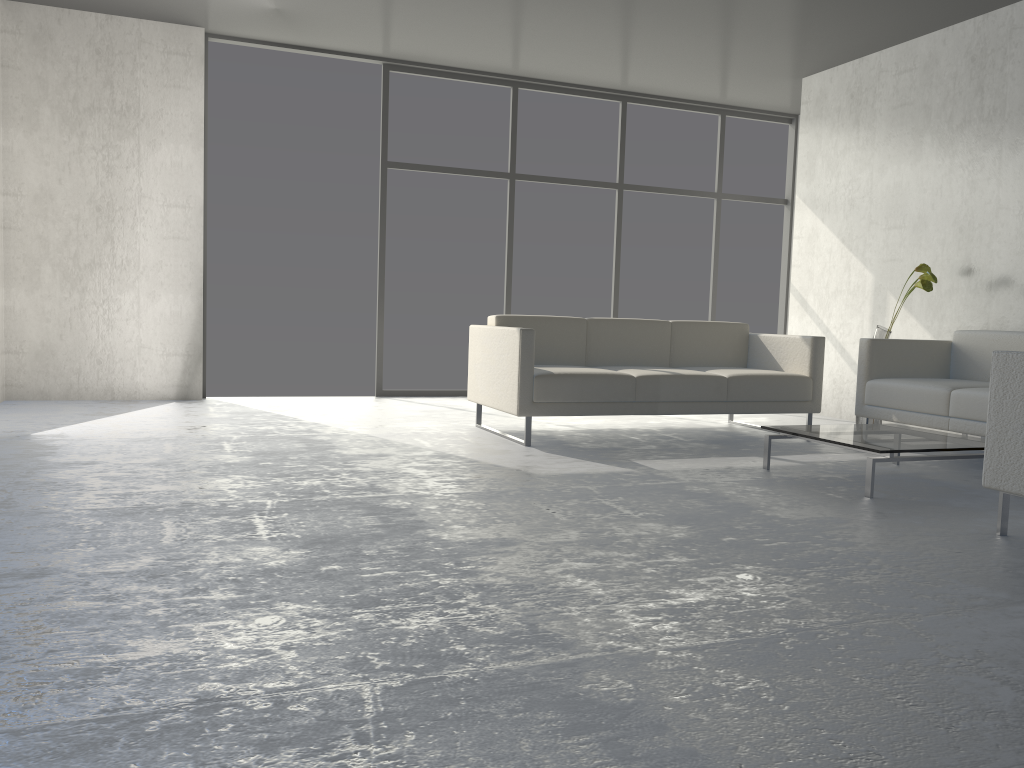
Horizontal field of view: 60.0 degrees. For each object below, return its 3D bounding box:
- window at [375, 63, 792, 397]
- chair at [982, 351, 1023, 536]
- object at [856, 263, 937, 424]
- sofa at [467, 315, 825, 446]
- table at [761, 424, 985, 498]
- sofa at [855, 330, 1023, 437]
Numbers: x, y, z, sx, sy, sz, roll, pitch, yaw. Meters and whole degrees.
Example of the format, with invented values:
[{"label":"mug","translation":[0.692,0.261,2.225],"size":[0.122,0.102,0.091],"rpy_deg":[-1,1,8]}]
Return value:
[{"label":"window","translation":[0.903,-1.130,7.390],"size":[4.080,2.477,0.037],"rpy_deg":[0,5,-21]},{"label":"chair","translation":[1.995,0.190,2.599],"size":[0.748,0.662,0.821],"rpy_deg":[0,5,-21]},{"label":"object","translation":[2.304,-0.201,5.267],"size":[0.387,1.051,0.400],"rpy_deg":[2,4,6]},{"label":"sofa","translation":[0.768,-0.044,5.103],"size":[1.881,0.658,0.821],"rpy_deg":[0,5,-21]},{"label":"table","translation":[1.619,0.317,3.844],"size":[0.773,0.190,0.730],"rpy_deg":[0,5,-21]},{"label":"sofa","translation":[2.642,0.083,4.266],"size":[0.821,0.658,1.881],"rpy_deg":[0,5,-21]}]
